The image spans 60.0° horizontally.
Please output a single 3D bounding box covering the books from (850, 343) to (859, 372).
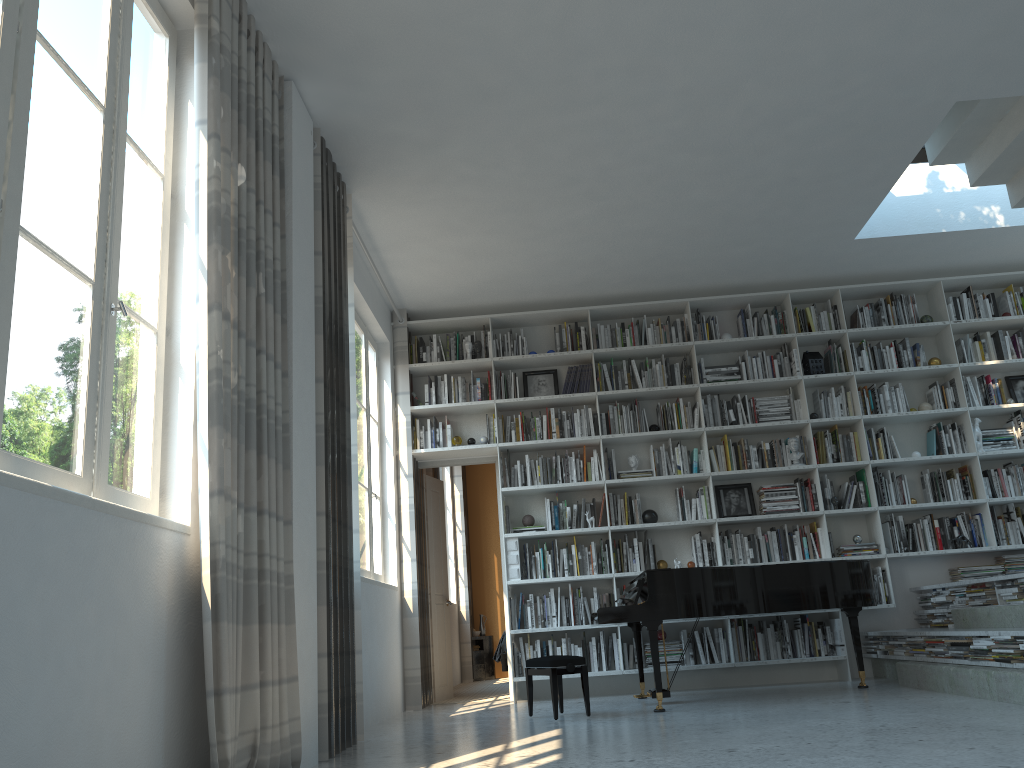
[{"bbox_3d":[2.860,-0.187,7.442,0.012,0.284,0.160,-4,-15,2],"label":"books"}]

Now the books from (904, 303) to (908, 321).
[{"bbox_3d":[3.315,-0.562,7.525,0.014,0.258,0.150,-4,-16,2],"label":"books"}]

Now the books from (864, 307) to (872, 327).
[{"bbox_3d":[3.002,-0.521,7.534,0.028,0.225,0.164,-4,-16,2],"label":"books"}]

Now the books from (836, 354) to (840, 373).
[{"bbox_3d":[2.713,-0.138,7.446,0.013,0.210,0.140,-4,-16,2],"label":"books"}]

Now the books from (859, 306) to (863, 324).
[{"bbox_3d":[2.950,-0.529,7.548,0.012,0.254,0.134,-4,-15,2],"label":"books"}]

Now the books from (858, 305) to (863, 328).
[{"bbox_3d":[2.939,-0.525,7.539,0.011,0.243,0.173,-4,-16,2],"label":"books"}]

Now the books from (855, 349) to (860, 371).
[{"bbox_3d":[2.885,-0.163,7.449,0.012,0.239,0.139,-4,-16,2],"label":"books"}]

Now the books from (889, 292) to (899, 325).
[{"bbox_3d":[3.229,-0.591,7.533,0.007,0.328,0.184,-4,-15,2],"label":"books"}]

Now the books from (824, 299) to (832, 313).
[{"bbox_3d":[2.715,-0.545,7.570,0.012,0.328,0.129,-4,-15,2],"label":"books"}]

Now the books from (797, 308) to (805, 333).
[{"bbox_3d":[2.446,-0.496,7.550,0.034,0.260,0.158,-4,-16,2],"label":"books"}]

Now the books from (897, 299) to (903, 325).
[{"bbox_3d":[3.272,-0.566,7.531,0.008,0.274,0.163,-5,-16,2],"label":"books"}]

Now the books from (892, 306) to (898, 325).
[{"bbox_3d":[3.213,-0.532,7.503,0.018,0.200,0.189,-4,-16,2],"label":"books"}]

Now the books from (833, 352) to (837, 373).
[{"bbox_3d":[2.690,-0.139,7.450,0.024,0.216,0.169,-4,-16,2],"label":"books"}]

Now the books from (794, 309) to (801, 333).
[{"bbox_3d":[2.413,-0.488,7.532,0.007,0.238,0.192,-4,-16,2],"label":"books"}]

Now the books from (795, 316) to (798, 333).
[{"bbox_3d":[2.404,-0.458,7.551,0.015,0.192,0.160,-4,-16,2],"label":"books"}]

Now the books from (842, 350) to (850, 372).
[{"bbox_3d":[2.774,-0.151,7.421,0.008,0.213,0.224,-4,-16,2],"label":"books"}]

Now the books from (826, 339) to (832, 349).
[{"bbox_3d":[2.680,-0.197,7.466,0.025,0.338,0.143,-4,-15,2],"label":"books"}]

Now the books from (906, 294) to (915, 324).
[{"bbox_3d":[3.359,-0.586,7.522,0.013,0.296,0.189,-4,-16,2],"label":"books"}]

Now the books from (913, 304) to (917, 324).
[{"bbox_3d":[3.385,-0.546,7.517,0.018,0.214,0.158,-4,-16,2],"label":"books"}]

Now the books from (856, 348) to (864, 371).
[{"bbox_3d":[2.904,-0.168,7.443,0.026,0.242,0.148,-4,-16,2],"label":"books"}]

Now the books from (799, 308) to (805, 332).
[{"bbox_3d":[2.467,-0.496,7.557,0.008,0.261,0.142,-4,-15,2],"label":"books"}]

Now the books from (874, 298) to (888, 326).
[{"bbox_3d":[3.136,-0.563,7.539,0.024,0.291,0.168,-4,-15,2],"label":"books"}]

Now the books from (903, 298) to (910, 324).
[{"bbox_3d":[3.329,-0.582,7.534,0.019,0.298,0.137,-4,-15,2],"label":"books"}]

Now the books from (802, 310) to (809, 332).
[{"bbox_3d":[2.479,-0.489,7.536,0.015,0.233,0.171,-4,-16,2],"label":"books"}]

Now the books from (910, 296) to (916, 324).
[{"bbox_3d":[3.369,-0.580,7.513,0.008,0.278,0.181,-5,-16,2],"label":"books"}]

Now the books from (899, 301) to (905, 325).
[{"bbox_3d":[3.289,-0.557,7.527,0.024,0.251,0.150,-4,-16,2],"label":"books"}]

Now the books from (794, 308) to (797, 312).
[{"bbox_3d":[2.419,-0.494,7.549,0.006,0.259,0.166,-4,-16,2],"label":"books"}]

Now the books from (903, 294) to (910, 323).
[{"bbox_3d":[3.343,-0.589,7.553,0.008,0.320,0.134,-4,-15,2],"label":"books"}]

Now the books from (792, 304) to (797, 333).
[{"bbox_3d":[2.389,-0.509,7.559,0.007,0.297,0.181,-4,-16,2],"label":"books"}]

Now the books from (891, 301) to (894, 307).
[{"bbox_3d":[3.225,-0.553,7.523,0.008,0.250,0.170,-4,-16,2],"label":"books"}]

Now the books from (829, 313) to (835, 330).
[{"bbox_3d":[2.701,-0.483,7.537,0.022,0.193,0.182,-4,-16,2],"label":"books"}]

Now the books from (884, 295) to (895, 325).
[{"bbox_3d":[3.198,-0.580,7.533,0.006,0.311,0.179,-4,-16,2],"label":"books"}]

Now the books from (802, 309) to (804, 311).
[{"bbox_3d":[2.490,-0.494,7.574,0.007,0.263,0.133,-4,-15,2],"label":"books"}]

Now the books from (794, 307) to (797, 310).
[{"bbox_3d":[2.426,-0.501,7.563,0.007,0.278,0.150,-4,-15,2],"label":"books"}]

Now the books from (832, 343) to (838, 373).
[{"bbox_3d":[2.696,-0.179,7.438,0.021,0.287,0.179,-4,-16,2],"label":"books"}]

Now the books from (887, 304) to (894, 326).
[{"bbox_3d":[3.188,-0.541,7.518,0.018,0.230,0.160,-4,-16,2],"label":"books"}]

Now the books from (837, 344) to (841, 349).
[{"bbox_3d":[2.766,-0.179,7.465,0.005,0.291,0.131,-4,-15,2],"label":"books"}]

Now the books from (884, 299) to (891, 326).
[{"bbox_3d":[3.175,-0.561,7.544,0.007,0.284,0.160,-4,-15,2],"label":"books"}]

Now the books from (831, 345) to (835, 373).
[{"bbox_3d":[2.674,-0.168,7.443,0.022,0.271,0.182,-4,-16,2],"label":"books"}]

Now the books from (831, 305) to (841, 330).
[{"bbox_3d":[2.736,-0.519,7.528,0.029,0.252,0.187,-4,-16,2],"label":"books"}]

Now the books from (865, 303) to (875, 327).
[{"bbox_3d":[3.031,-0.538,7.536,0.030,0.254,0.161,-4,-16,2],"label":"books"}]

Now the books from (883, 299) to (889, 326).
[{"bbox_3d":[3.157,-0.563,7.550,0.017,0.294,0.139,-4,-15,2],"label":"books"}]

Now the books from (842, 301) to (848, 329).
[{"bbox_3d":[2.798,-0.548,7.533,0.019,0.303,0.176,-4,-16,2],"label":"books"}]

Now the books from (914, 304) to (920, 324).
[{"bbox_3d":[3.400,-0.547,7.507,0.014,0.208,0.188,-4,-16,2],"label":"books"}]

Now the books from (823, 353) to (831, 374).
[{"bbox_3d":[2.653,-0.133,7.455,0.019,0.213,0.156,-4,-16,2],"label":"books"}]

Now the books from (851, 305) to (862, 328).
[{"bbox_3d":[2.928,-0.527,7.530,0.009,0.243,0.173,-4,-16,2],"label":"books"}]

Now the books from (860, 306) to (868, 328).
[{"bbox_3d":[2.971,-0.524,7.523,0.013,0.229,0.174,-4,-16,2],"label":"books"}]

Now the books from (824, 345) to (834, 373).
[{"bbox_3d":[2.657,-0.171,7.431,0.021,0.271,0.191,-4,-16,2],"label":"books"}]

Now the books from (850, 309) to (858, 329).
[{"bbox_3d":[2.902,-0.507,7.520,0.046,0.206,0.184,-4,-16,2],"label":"books"}]

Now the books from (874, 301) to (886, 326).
[{"bbox_3d":[3.110,-0.551,7.513,0.028,0.257,0.185,-4,-16,2],"label":"books"}]

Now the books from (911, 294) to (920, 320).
[{"bbox_3d":[3.408,-0.595,7.521,0.006,0.305,0.164,-4,-15,2],"label":"books"}]

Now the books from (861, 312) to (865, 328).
[{"bbox_3d":[2.963,-0.498,7.529,0.009,0.183,0.160,-4,-16,2],"label":"books"}]

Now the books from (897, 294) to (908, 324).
[{"bbox_3d":[3.303,-0.587,7.525,0.008,0.306,0.183,-4,-16,2],"label":"books"}]

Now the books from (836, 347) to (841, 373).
[{"bbox_3d":[2.720,-0.163,7.442,0.005,0.254,0.159,-4,-16,2],"label":"books"}]

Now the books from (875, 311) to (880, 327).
[{"bbox_3d":[3.086,-0.505,7.545,0.031,0.190,0.133,-4,-16,2],"label":"books"}]

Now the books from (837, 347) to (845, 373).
[{"bbox_3d":[2.742,-0.165,7.427,0.013,0.247,0.187,-4,-16,2],"label":"books"}]

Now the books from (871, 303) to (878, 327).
[{"bbox_3d":[3.056,-0.540,7.538,0.021,0.255,0.169,-4,-16,2],"label":"books"}]

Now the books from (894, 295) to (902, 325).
[{"bbox_3d":[3.240,-0.582,7.512,0.015,0.298,0.183,-4,-16,2],"label":"books"}]
